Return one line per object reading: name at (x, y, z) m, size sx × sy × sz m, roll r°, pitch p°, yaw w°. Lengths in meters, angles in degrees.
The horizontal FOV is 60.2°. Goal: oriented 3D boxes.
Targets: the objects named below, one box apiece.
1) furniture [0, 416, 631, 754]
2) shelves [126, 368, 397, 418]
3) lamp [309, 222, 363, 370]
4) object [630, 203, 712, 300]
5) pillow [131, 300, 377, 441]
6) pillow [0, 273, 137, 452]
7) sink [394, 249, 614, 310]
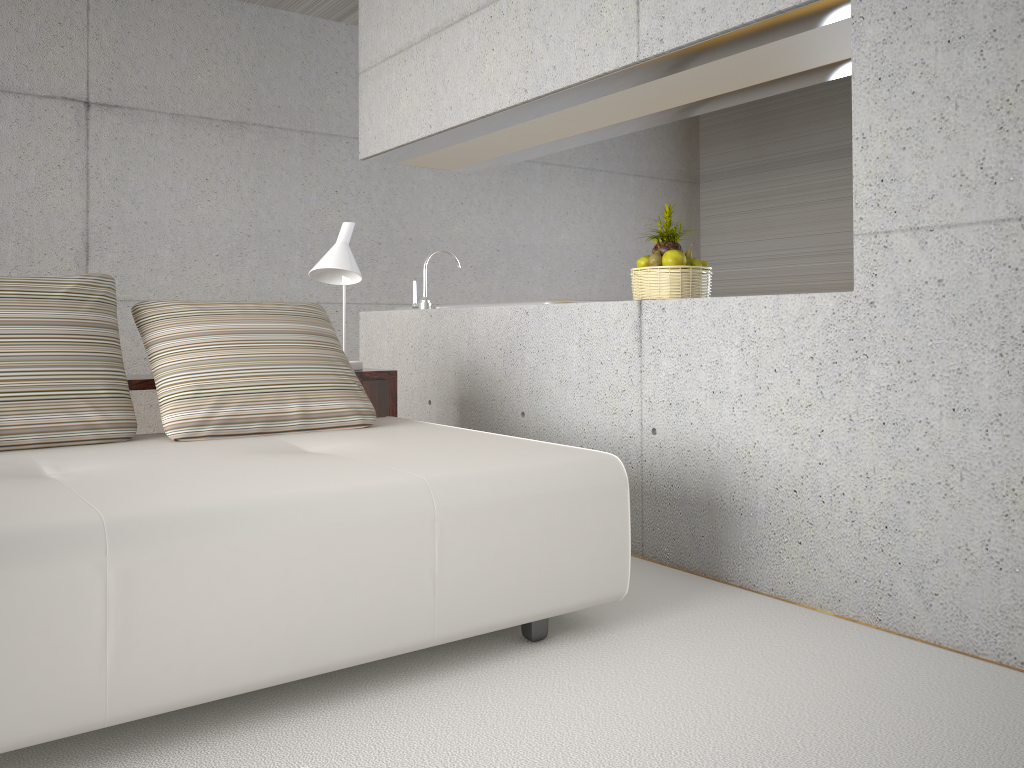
furniture at (-0.976, 0.479, 2.670) m, size 2.170 × 0.522 × 1.613 m, roll -3°, pitch 4°, yaw -36°
shelves at (-1.545, 0.332, 3.487) m, size 2.252 × 0.716 × 0.400 m, roll -3°, pitch 1°, yaw -36°
lamp at (-0.783, -0.415, 4.086) m, size 0.244 × 0.700 × 0.323 m, roll -1°, pitch 0°, yaw 36°
object at (0.699, -0.582, 3.925) m, size 0.333 × 0.442 × 0.369 m, roll 0°, pitch 1°, yaw 40°
pillow at (-1.002, -0.073, 3.450) m, size 0.807 × 0.517 × 0.578 m, roll -2°, pitch 2°, yaw -35°
pillow at (-1.727, -0.091, 2.994) m, size 0.801 × 0.610 × 0.490 m, roll -2°, pitch 2°, yaw -36°
sink at (-0.060, -0.504, 5.005) m, size 0.767 × 0.540 × 1.704 m, roll -2°, pitch 3°, yaw -36°
